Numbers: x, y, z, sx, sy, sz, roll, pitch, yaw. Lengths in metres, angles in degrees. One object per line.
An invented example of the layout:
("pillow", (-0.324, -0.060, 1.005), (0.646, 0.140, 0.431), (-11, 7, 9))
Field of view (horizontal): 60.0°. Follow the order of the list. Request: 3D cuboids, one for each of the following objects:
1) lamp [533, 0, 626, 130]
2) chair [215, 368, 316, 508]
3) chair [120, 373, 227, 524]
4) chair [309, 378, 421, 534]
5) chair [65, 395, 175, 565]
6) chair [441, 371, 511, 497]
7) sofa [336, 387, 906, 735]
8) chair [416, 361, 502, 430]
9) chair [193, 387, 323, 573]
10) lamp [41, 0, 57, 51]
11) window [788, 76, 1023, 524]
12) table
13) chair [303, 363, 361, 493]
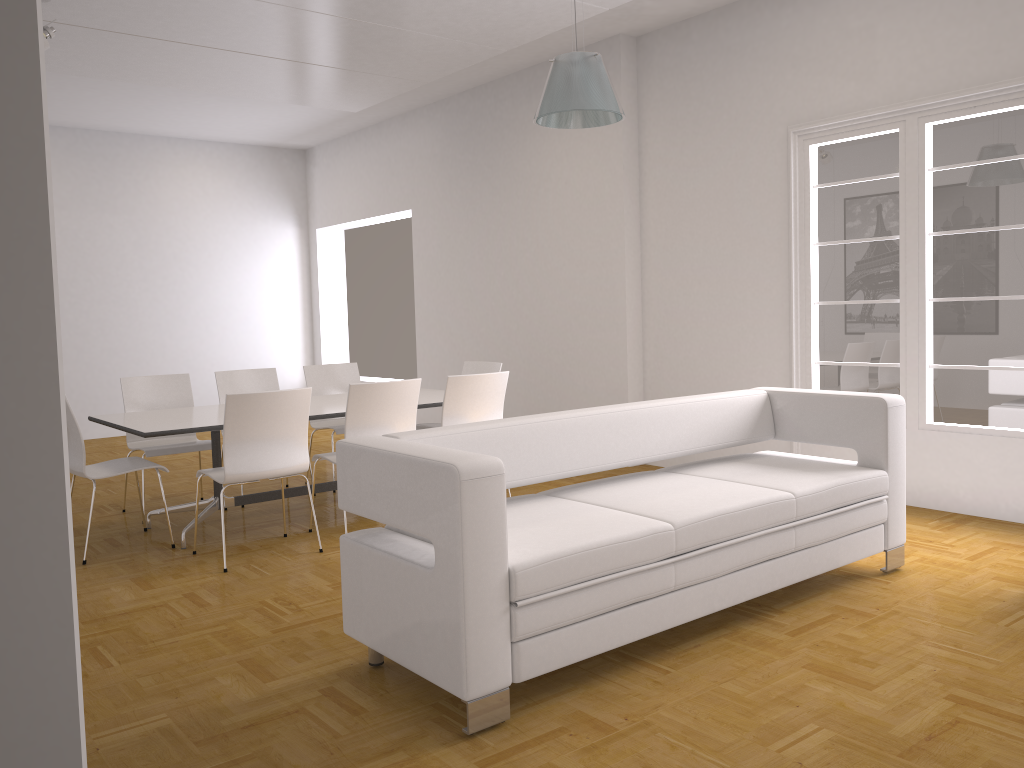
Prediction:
("lamp", (0.319, -1.949, 4.417), (0.465, 1.248, 0.465), (-5, 5, -39))
("chair", (-1.845, 0.367, 6.524), (0.561, 0.930, 0.576), (-5, 5, -38))
("chair", (-2.363, 0.415, 6.116), (0.561, 0.930, 0.576), (-5, 5, -38))
("chair", (-0.858, 0.435, 5.320), (0.561, 0.930, 0.576), (-5, 5, -38))
("chair", (-2.346, 0.488, 5.116), (0.576, 0.930, 0.561), (-5, 5, -38))
("chair", (-0.340, 0.386, 5.728), (0.561, 0.930, 0.576), (-5, 5, -38))
("sofa", (0.636, 0.542, 3.776), (2.625, 0.847, 0.823), (-5, 5, -38))
("chair", (-0.396, 0.313, 6.653), (0.576, 0.930, 0.561), (-5, 5, -38))
("chair", (-1.408, 0.486, 4.886), (0.561, 0.930, 0.576), (-5, 5, -38))
("lamp", (-2.904, -2.201, 5.410), (0.173, 0.364, 0.167), (-1, 4, 4))
("window", (3.040, -0.455, 4.943), (0.195, 2.525, 3.352), (-4, 5, -38))
("table", (-1.362, 0.502, 5.918), (2.413, 0.721, 1.211), (-5, 6, -38))
("chair", (-1.295, 0.316, 6.957), (0.561, 0.930, 0.576), (-5, 5, -38))
